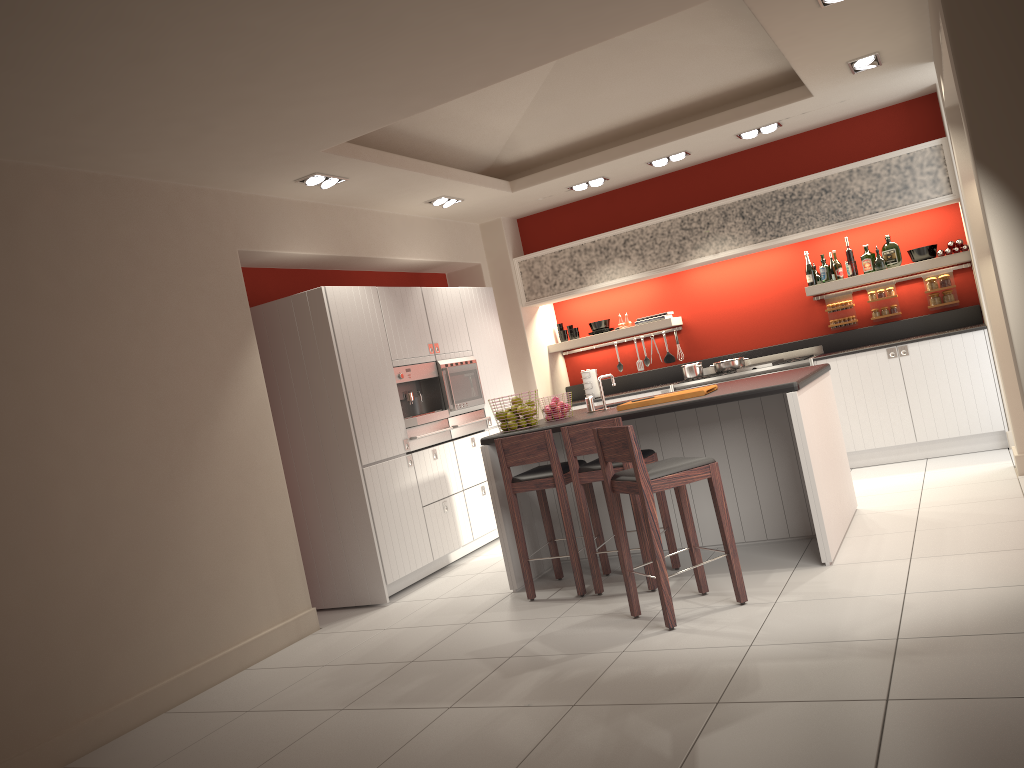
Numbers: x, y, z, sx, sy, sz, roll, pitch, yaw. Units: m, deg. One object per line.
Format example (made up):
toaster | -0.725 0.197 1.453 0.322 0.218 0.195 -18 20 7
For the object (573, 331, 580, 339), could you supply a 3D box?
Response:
object | 0.682 -0.510 9.349 0.070 0.076 0.070 -12 0 -2

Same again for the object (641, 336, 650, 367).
object | 1.384 -0.337 9.233 0.067 0.323 0.022 -12 0 26

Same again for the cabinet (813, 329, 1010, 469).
cabinet | 3.481 0.132 7.745 1.360 0.993 0.687 -12 0 27

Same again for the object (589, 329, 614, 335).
object | 0.939 -0.538 9.306 0.280 0.016 0.280 -12 0 26

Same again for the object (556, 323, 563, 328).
object | 0.519 -0.612 9.540 0.070 0.076 0.070 -12 0 -2

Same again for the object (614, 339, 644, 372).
object | 1.221 -0.289 9.318 0.287 0.351 0.022 -12 0 28

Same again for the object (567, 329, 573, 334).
object | 0.634 -0.546 9.489 0.070 0.076 0.070 -12 0 -2

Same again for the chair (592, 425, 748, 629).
chair | 0.810 0.669 4.592 0.474 1.008 0.383 -12 0 -22

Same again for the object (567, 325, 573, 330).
object | 0.625 -0.589 9.489 0.070 0.076 0.070 -12 0 -2

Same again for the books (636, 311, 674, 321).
books | 1.452 -0.687 8.999 0.331 0.026 0.207 -12 0 27

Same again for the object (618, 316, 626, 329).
object | 1.126 -0.634 9.134 0.076 0.131 0.076 -12 0 -21

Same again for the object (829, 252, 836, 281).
object | 3.000 -1.094 8.285 0.083 0.277 0.084 -12 0 31

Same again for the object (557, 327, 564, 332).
object | 0.528 -0.569 9.540 0.070 0.076 0.070 -12 0 -2

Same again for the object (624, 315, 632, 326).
object | 1.197 -0.649 9.185 0.077 0.134 0.076 -12 0 11

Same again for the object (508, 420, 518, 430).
object | 0.005 0.272 5.823 0.068 0.068 0.068 -12 0 38

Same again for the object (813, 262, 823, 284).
object | 2.867 -1.041 8.370 0.113 0.226 0.113 -12 0 -22

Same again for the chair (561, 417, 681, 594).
chair | 0.668 0.696 5.388 0.383 1.008 0.474 -12 0 29

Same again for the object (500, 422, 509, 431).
object | -0.045 0.282 5.895 0.068 0.068 0.068 -12 0 38

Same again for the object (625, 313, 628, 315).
object | 1.184 -0.722 9.186 0.026 0.032 0.023 -12 0 10

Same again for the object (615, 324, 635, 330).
object | 1.173 -0.586 9.159 0.183 0.027 0.160 -12 0 -34

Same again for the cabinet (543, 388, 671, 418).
cabinet | 1.157 0.615 8.956 1.360 0.993 0.687 -12 0 27

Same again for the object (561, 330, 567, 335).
object | 0.552 -0.528 9.356 0.070 0.076 0.070 -12 0 -2

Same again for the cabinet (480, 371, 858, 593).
cabinet | 1.097 0.650 5.969 2.033 1.011 1.424 -12 0 27

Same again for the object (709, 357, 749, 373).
object | 2.104 -0.180 8.583 0.309 0.105 0.309 -12 0 -35

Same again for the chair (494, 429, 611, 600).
chair | 0.266 0.780 5.597 0.383 1.008 0.474 -12 0 27

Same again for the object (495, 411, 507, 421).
object | -0.071 0.211 5.895 0.077 0.068 0.076 -12 0 20

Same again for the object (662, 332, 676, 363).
object | 1.602 -0.377 9.143 0.123 0.331 0.040 -12 0 27

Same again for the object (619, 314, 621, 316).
object | 1.110 -0.707 9.135 0.023 0.031 0.024 -12 0 -21

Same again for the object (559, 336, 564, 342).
object | 0.546 -0.483 9.539 0.070 0.076 0.070 -12 0 -2

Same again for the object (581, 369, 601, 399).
object | 0.794 0.001 8.956 0.168 0.304 0.163 -12 0 -34

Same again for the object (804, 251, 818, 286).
object | 2.756 -1.070 8.215 0.083 0.331 0.083 -12 0 -2

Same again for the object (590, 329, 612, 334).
object | 0.938 -0.543 9.306 0.280 0.016 0.280 -12 0 26

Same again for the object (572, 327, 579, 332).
object | 0.673 -0.553 9.349 0.070 0.076 0.070 -12 0 -2

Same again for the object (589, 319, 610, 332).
object | 0.925 -0.604 9.307 0.233 0.108 0.232 -12 0 -22

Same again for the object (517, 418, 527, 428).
object | 0.069 0.258 5.873 0.068 0.068 0.068 -12 0 38

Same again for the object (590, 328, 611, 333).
object | 0.936 -0.554 9.306 0.280 0.016 0.280 -12 0 26

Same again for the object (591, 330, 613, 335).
object | 0.940 -0.533 9.306 0.280 0.016 0.280 -12 0 26

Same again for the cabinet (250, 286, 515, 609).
cabinet | -0.828 0.364 7.462 0.716 2.250 2.559 -12 0 27

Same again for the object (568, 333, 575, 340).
object | 0.643 -0.503 9.489 0.070 0.076 0.070 -12 0 -2

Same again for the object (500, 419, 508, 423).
object | -0.054 0.230 5.960 0.076 0.077 0.076 -12 0 -8

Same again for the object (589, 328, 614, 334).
object | 0.937 -0.548 9.306 0.280 0.016 0.280 -12 0 26

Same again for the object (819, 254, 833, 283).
object | 2.870 -1.060 8.135 0.094 0.264 0.094 -12 0 16

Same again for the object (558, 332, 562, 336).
object | 0.537 -0.526 9.539 0.070 0.076 0.070 -12 0 -2

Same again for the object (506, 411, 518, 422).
object | -0.001 0.219 5.877 0.076 0.077 0.076 -12 0 -8

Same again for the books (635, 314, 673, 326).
books | 1.436 -0.649 8.988 0.330 0.042 0.207 -12 0 32

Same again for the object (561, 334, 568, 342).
object | 0.561 -0.485 9.356 0.070 0.076 0.070 -12 0 -2

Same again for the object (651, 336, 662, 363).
object | 1.470 -0.359 9.191 0.124 0.297 0.009 -12 0 27

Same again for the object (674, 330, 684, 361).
object | 1.700 -0.392 9.072 0.069 0.328 0.069 -12 0 5

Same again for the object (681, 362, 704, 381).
object | 1.717 -0.117 8.420 0.201 0.148 0.201 -12 0 20
